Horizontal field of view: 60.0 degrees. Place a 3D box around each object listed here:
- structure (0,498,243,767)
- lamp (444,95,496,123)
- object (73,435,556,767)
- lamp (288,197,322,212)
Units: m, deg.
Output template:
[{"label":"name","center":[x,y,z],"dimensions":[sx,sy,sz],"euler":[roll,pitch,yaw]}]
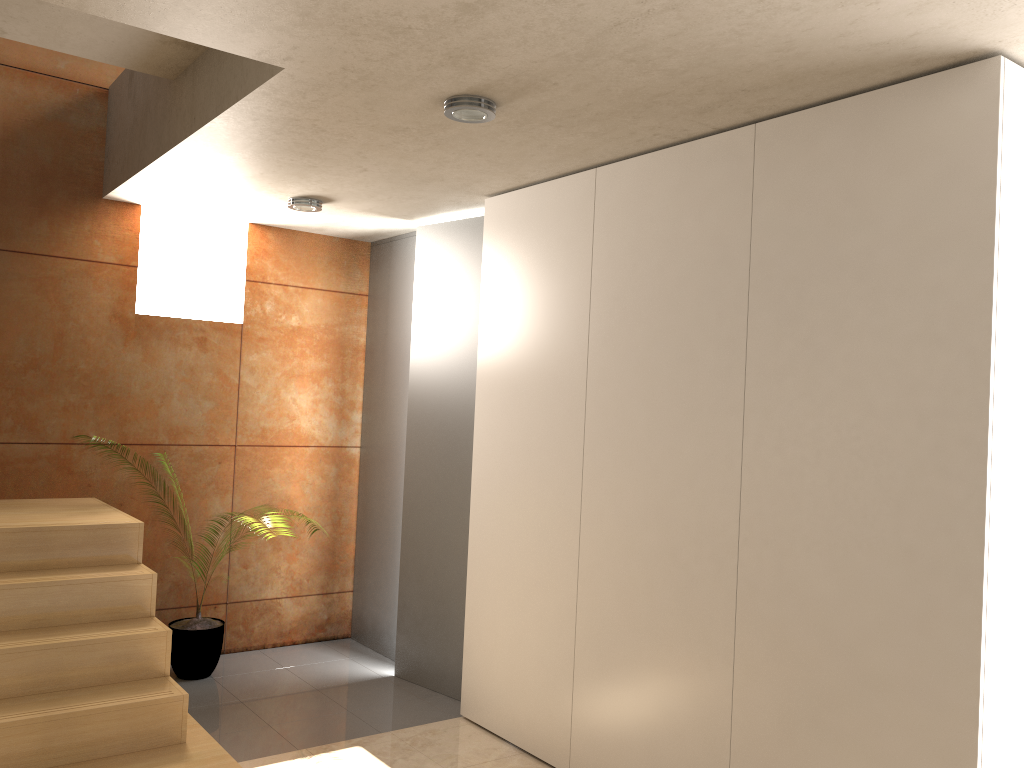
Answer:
[{"label":"structure","center":[-2.229,0.944,3.239],"dimensions":[1.950,1.110,2.400],"euler":[4,-2,-37]},{"label":"lamp","center":[-0.141,-0.924,2.982],"dimensions":[0.173,0.044,0.173],"euler":[3,-1,-2]},{"label":"object","center":[-0.474,1.003,2.427],"dimensions":[4.200,1.455,6.200],"euler":[4,-2,-37]},{"label":"lamp","center":[-1.069,-0.927,4.581],"dimensions":[0.173,0.044,0.173],"euler":[4,-2,-32]}]
